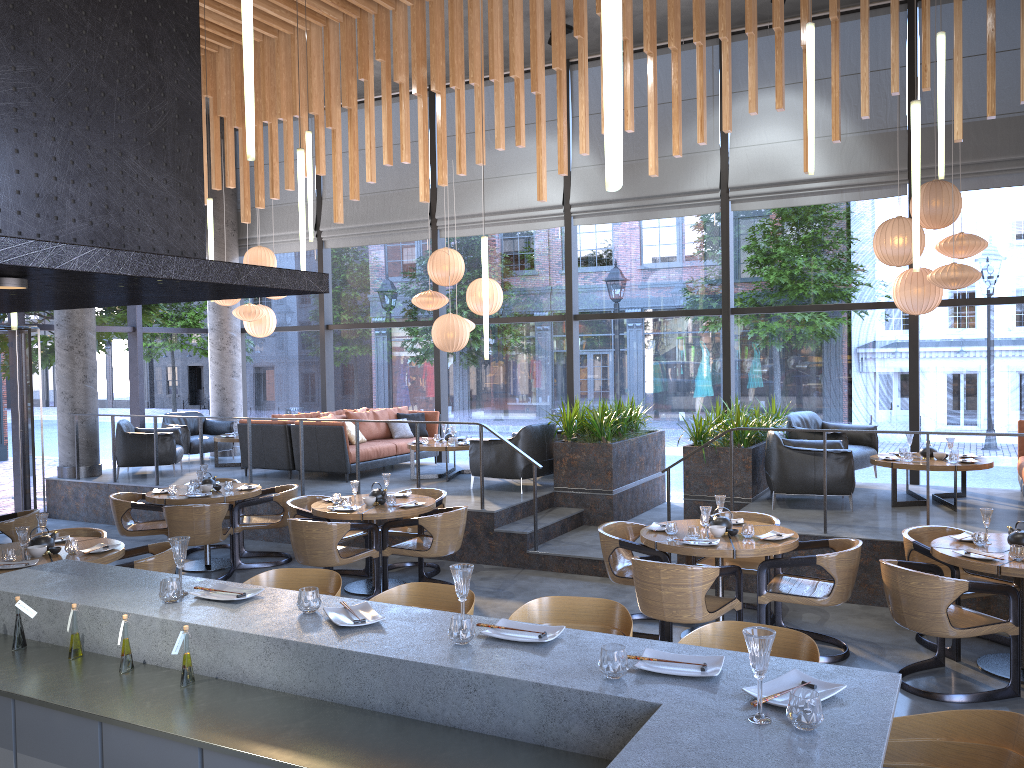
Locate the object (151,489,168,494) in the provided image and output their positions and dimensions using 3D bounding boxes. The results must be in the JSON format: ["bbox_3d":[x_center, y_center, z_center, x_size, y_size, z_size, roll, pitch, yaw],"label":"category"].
[{"bbox_3d":[-3.457,1.060,8.738,0.170,0.025,0.294,-1,2,-14],"label":"object"}]

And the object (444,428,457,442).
[{"bbox_3d":[-0.776,0.645,11.247,0.163,0.179,0.168,-1,2,-7],"label":"object"}]

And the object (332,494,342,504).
[{"bbox_3d":[-1.557,1.021,7.880,0.086,0.086,0.086,-2,2,-37],"label":"object"}]

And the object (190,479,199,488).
[{"bbox_3d":[-3.238,1.016,9.031,0.086,0.086,0.086,-2,2,-25],"label":"object"}]

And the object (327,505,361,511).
[{"bbox_3d":[-1.451,1.060,7.558,0.294,0.025,0.170,0,2,25],"label":"object"}]

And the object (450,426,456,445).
[{"bbox_3d":[-0.725,0.630,10.909,0.082,0.227,0.082,-2,2,-20],"label":"object"}]

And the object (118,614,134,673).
[{"bbox_3d":[-1.395,0.934,3.190,0.029,0.203,0.077,0,2,18],"label":"object"}]

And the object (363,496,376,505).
[{"bbox_3d":[-1.253,1.029,7.790,0.116,0.065,0.116,-1,2,-11],"label":"object"}]

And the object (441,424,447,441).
[{"bbox_3d":[-0.871,0.617,11.440,0.082,0.227,0.082,-1,2,10],"label":"object"}]

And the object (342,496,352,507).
[{"bbox_3d":[-1.434,1.024,7.709,0.086,0.086,0.086,-2,2,-37],"label":"object"}]

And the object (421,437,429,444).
[{"bbox_3d":[-1.080,0.704,11.006,0.086,0.086,0.086,0,2,32],"label":"object"}]

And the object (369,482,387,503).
[{"bbox_3d":[-1.199,0.967,7.923,0.163,0.179,0.168,-1,2,-9],"label":"object"}]

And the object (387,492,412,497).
[{"bbox_3d":[-1.098,1.032,8.262,0.294,0.025,0.170,-1,2,12],"label":"object"}]

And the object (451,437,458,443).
[{"bbox_3d":[-0.732,0.706,11.107,0.116,0.065,0.116,-2,2,-33],"label":"object"}]

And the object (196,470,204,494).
[{"bbox_3d":[-3.018,0.954,8.592,0.082,0.227,0.082,-3,2,-42],"label":"object"}]

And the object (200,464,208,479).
[{"bbox_3d":[-3.149,0.942,9.084,0.082,0.227,0.082,-1,2,10],"label":"object"}]

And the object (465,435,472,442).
[{"bbox_3d":[-0.545,0.689,11.192,0.086,0.086,0.086,0,2,32],"label":"object"}]

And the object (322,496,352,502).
[{"bbox_3d":[-1.609,1.047,8.062,0.170,0.025,0.294,0,2,25],"label":"object"}]

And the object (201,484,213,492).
[{"bbox_3d":[-3.010,1.031,8.751,0.116,0.065,0.116,-1,2,-5],"label":"object"}]

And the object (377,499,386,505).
[{"bbox_3d":[-1.142,1.039,7.796,0.080,0.042,0.080,-2,2,-38],"label":"object"}]

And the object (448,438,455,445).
[{"bbox_3d":[-0.736,0.704,10.827,0.086,0.086,0.086,0,2,32],"label":"object"}]

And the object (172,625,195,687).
[{"bbox_3d":[-1.129,0.933,3.047,0.076,0.203,0.042,-2,2,-29],"label":"object"}]

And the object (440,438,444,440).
[{"bbox_3d":[-0.909,0.715,11.571,0.294,0.025,0.170,-2,2,-27],"label":"object"}]

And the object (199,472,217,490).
[{"bbox_3d":[-3.054,0.970,8.891,0.163,0.179,0.168,-1,2,-7],"label":"object"}]

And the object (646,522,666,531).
[{"bbox_3d":[1.078,1.049,6.462,0.170,0.025,0.294,0,2,25],"label":"object"}]

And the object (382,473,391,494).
[{"bbox_3d":[-1.150,0.935,8.135,0.082,0.227,0.082,-2,2,-30],"label":"object"}]

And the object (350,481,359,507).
[{"bbox_3d":[-1.358,0.953,7.670,0.082,0.227,0.082,-1,2,-3],"label":"object"}]

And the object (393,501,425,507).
[{"bbox_3d":[-0.904,1.047,7.673,0.294,0.025,0.170,-3,2,-43],"label":"object"}]

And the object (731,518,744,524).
[{"bbox_3d":[1.588,1.034,6.663,0.294,0.025,0.170,-1,2,12],"label":"object"}]

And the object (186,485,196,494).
[{"bbox_3d":[-3.100,1.027,8.573,0.086,0.086,0.086,-1,2,14],"label":"object"}]

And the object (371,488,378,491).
[{"bbox_3d":[-1.254,1.008,8.151,0.086,0.086,0.086,-1,2,14],"label":"object"}]

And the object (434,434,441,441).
[{"bbox_3d":[-0.960,0.691,11.387,0.086,0.086,0.086,-2,2,-25],"label":"object"}]

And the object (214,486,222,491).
[{"bbox_3d":[-2.928,1.039,8.825,0.080,0.042,0.080,-1,2,13],"label":"object"}]

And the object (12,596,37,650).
[{"bbox_3d":[-1.912,0.934,3.483,0.096,0.203,0.048,-2,2,-18],"label":"object"}]

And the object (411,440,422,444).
[{"bbox_3d":[-1.181,0.732,11.165,0.170,0.025,0.294,-1,2,8],"label":"object"}]

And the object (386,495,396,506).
[{"bbox_3d":[-1.053,1.017,7.739,0.086,0.086,0.086,-1,2,-15],"label":"object"}]

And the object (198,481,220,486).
[{"bbox_3d":[-3.186,1.040,9.215,0.294,0.025,0.170,-2,2,-27],"label":"object"}]

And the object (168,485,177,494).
[{"bbox_3d":[-3.304,1.029,8.629,0.086,0.086,0.086,-2,2,-31],"label":"object"}]

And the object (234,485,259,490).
[{"bbox_3d":[-2.665,1.041,8.879,0.170,0.025,0.294,-1,2,8],"label":"object"}]

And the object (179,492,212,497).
[{"bbox_3d":[-3.018,1.061,8.446,0.294,0.025,0.170,-1,2,-14],"label":"object"}]

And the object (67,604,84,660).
[{"bbox_3d":[-1.654,0.933,3.356,0.057,0.203,0.038,-2,2,-37],"label":"object"}]

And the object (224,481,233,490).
[{"bbox_3d":[-2.823,1.014,8.836,0.086,0.086,0.086,0,2,36],"label":"object"}]
